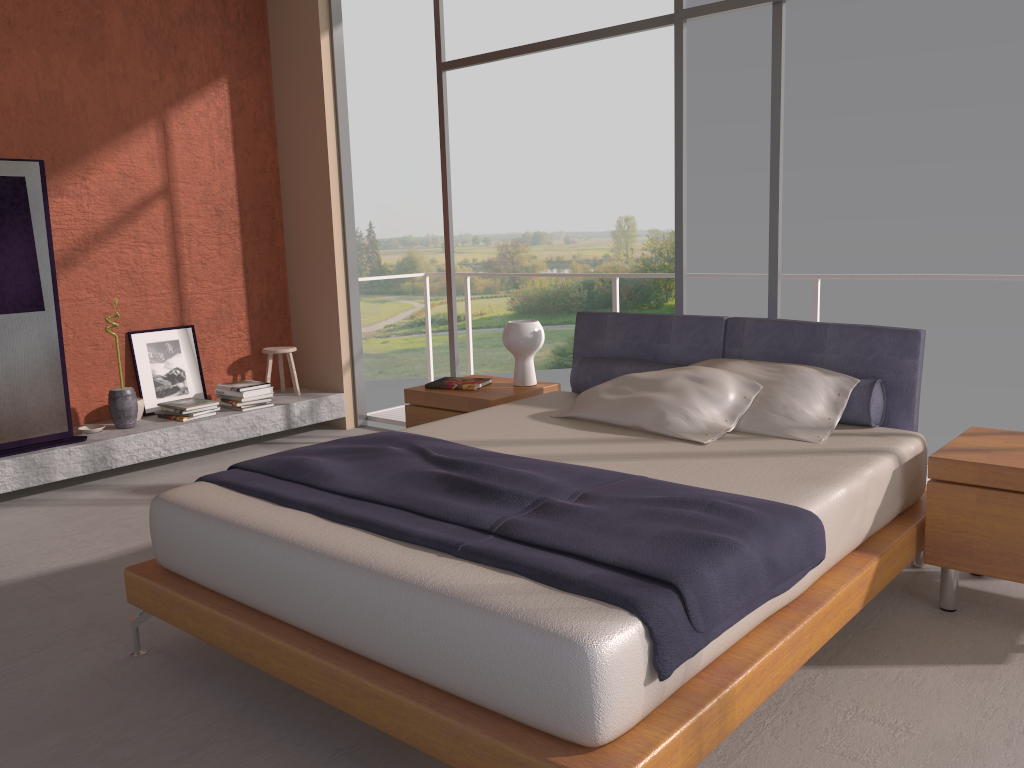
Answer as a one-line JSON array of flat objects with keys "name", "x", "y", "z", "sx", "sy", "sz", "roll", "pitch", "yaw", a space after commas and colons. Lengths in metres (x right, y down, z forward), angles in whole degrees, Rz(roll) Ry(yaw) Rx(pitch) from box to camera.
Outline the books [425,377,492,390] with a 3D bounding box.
[{"name": "books", "x": -0.285, "y": -0.002, "z": 4.772, "sx": 0.287, "sy": 0.025, "sz": 0.247, "roll": 2, "pitch": 10, "yaw": 21}]

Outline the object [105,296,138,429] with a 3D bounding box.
[{"name": "object", "x": -2.383, "y": -0.130, "z": 5.371, "sx": 0.165, "sy": 0.810, "sz": 0.165, "roll": -7, "pitch": 11, "yaw": -25}]

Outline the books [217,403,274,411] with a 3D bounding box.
[{"name": "books", "x": -1.808, "y": 0.142, "z": 6.018, "sx": 0.328, "sy": 0.018, "sz": 0.247, "roll": 7, "pitch": 13, "yaw": 42}]

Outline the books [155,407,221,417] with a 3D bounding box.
[{"name": "books", "x": -2.096, "y": 0.172, "z": 5.739, "sx": 0.328, "sy": 0.018, "sz": 0.247, "roll": 3, "pitch": 11, "yaw": 25}]

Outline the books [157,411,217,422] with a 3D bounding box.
[{"name": "books", "x": -2.097, "y": 0.197, "z": 5.728, "sx": 0.287, "sy": 0.025, "sz": 0.247, "roll": 5, "pitch": 12, "yaw": 37}]

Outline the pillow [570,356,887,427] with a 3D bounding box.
[{"name": "pillow", "x": 0.895, "y": 0.017, "z": 3.950, "sx": 1.470, "sy": 0.201, "sz": 0.205, "roll": 6, "pitch": 13, "yaw": 40}]

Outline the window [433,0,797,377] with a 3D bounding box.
[{"name": "window", "x": 1.873, "y": -0.896, "z": 3.698, "sx": 6.106, "sy": 3.133, "sz": 0.075, "roll": 6, "pitch": 13, "yaw": 40}]

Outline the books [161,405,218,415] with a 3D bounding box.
[{"name": "books", "x": -2.083, "y": 0.151, "z": 5.728, "sx": 0.287, "sy": 0.025, "sz": 0.247, "roll": 7, "pitch": 13, "yaw": 42}]

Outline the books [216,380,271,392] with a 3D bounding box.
[{"name": "books", "x": -1.817, "y": 0.013, "z": 6.000, "sx": 0.287, "sy": 0.025, "sz": 0.247, "roll": 6, "pitch": 13, "yaw": 40}]

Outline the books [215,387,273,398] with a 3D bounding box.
[{"name": "books", "x": -1.811, "y": 0.044, "z": 6.002, "sx": 0.319, "sy": 0.038, "sz": 0.247, "roll": 6, "pitch": 12, "yaw": 38}]

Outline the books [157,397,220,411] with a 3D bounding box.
[{"name": "books", "x": -2.089, "y": 0.130, "z": 5.727, "sx": 0.328, "sy": 0.018, "sz": 0.247, "roll": 5, "pitch": 12, "yaw": 37}]

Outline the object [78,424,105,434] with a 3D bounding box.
[{"name": "object", "x": -2.529, "y": 0.279, "z": 5.338, "sx": 0.152, "sy": 0.040, "sz": 0.152, "roll": -4, "pitch": 10, "yaw": -14}]

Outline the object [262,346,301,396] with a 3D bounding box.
[{"name": "object", "x": -1.651, "y": -0.089, "z": 6.389, "sx": 0.260, "sy": 0.349, "sz": 0.257, "roll": 0, "pitch": 10, "yaw": 10}]

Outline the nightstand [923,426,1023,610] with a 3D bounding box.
[{"name": "nightstand", "x": 1.855, "y": 0.506, "z": 3.090, "sx": 0.628, "sy": 0.556, "sz": 0.562, "roll": 6, "pitch": 13, "yaw": 40}]

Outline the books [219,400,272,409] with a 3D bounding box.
[{"name": "books", "x": -1.813, "y": 0.124, "z": 6.019, "sx": 0.287, "sy": 0.018, "sz": 0.247, "roll": 6, "pitch": 13, "yaw": 40}]

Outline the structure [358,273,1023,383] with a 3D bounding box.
[{"name": "structure", "x": 2.019, "y": -0.002, "z": 4.287, "sx": 7.689, "sy": 1.005, "sz": 0.728, "roll": 6, "pitch": 13, "yaw": 40}]

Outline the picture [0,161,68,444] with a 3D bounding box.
[{"name": "picture", "x": -2.919, "y": -0.399, "z": 4.565, "sx": 0.126, "sy": 1.496, "sz": 1.129, "roll": 6, "pitch": 13, "yaw": 40}]

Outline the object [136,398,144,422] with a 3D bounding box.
[{"name": "object", "x": -2.425, "y": 0.170, "z": 5.623, "sx": 0.179, "sy": 0.137, "sz": 0.180, "roll": -9, "pitch": 12, "yaw": -36}]

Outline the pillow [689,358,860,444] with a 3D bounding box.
[{"name": "pillow", "x": 0.972, "y": 0.060, "z": 3.623, "sx": 0.791, "sy": 0.265, "sz": 0.400, "roll": 7, "pitch": 13, "yaw": 43}]

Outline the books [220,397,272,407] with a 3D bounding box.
[{"name": "books", "x": -1.797, "y": 0.106, "z": 5.997, "sx": 0.247, "sy": 0.025, "sz": 0.287, "roll": -9, "pitch": 12, "yaw": -38}]

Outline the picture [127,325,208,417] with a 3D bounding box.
[{"name": "picture", "x": -2.285, "y": -0.097, "z": 5.912, "sx": 0.117, "sy": 0.550, "sz": 0.458, "roll": 6, "pitch": 13, "yaw": 40}]

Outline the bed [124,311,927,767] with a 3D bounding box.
[{"name": "bed", "x": 0.220, "y": 0.344, "z": 3.219, "sx": 2.017, "sy": 0.959, "sz": 2.462, "roll": 6, "pitch": 13, "yaw": 40}]

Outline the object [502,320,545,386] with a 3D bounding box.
[{"name": "object", "x": 0.064, "y": -0.164, "z": 4.705, "sx": 0.224, "sy": 0.338, "sz": 0.224, "roll": -9, "pitch": 12, "yaw": -37}]

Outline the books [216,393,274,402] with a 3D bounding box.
[{"name": "books", "x": -1.810, "y": 0.077, "z": 6.007, "sx": 0.328, "sy": 0.027, "sz": 0.247, "roll": 7, "pitch": 13, "yaw": 42}]

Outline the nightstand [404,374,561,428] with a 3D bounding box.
[{"name": "nightstand", "x": -0.149, "y": 0.285, "z": 4.795, "sx": 0.628, "sy": 0.556, "sz": 0.562, "roll": 6, "pitch": 13, "yaw": 40}]

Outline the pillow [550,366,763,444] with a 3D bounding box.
[{"name": "pillow", "x": 0.580, "y": 0.067, "z": 3.718, "sx": 0.431, "sy": 0.264, "sz": 0.869, "roll": -10, "pitch": 13, "yaw": -41}]
